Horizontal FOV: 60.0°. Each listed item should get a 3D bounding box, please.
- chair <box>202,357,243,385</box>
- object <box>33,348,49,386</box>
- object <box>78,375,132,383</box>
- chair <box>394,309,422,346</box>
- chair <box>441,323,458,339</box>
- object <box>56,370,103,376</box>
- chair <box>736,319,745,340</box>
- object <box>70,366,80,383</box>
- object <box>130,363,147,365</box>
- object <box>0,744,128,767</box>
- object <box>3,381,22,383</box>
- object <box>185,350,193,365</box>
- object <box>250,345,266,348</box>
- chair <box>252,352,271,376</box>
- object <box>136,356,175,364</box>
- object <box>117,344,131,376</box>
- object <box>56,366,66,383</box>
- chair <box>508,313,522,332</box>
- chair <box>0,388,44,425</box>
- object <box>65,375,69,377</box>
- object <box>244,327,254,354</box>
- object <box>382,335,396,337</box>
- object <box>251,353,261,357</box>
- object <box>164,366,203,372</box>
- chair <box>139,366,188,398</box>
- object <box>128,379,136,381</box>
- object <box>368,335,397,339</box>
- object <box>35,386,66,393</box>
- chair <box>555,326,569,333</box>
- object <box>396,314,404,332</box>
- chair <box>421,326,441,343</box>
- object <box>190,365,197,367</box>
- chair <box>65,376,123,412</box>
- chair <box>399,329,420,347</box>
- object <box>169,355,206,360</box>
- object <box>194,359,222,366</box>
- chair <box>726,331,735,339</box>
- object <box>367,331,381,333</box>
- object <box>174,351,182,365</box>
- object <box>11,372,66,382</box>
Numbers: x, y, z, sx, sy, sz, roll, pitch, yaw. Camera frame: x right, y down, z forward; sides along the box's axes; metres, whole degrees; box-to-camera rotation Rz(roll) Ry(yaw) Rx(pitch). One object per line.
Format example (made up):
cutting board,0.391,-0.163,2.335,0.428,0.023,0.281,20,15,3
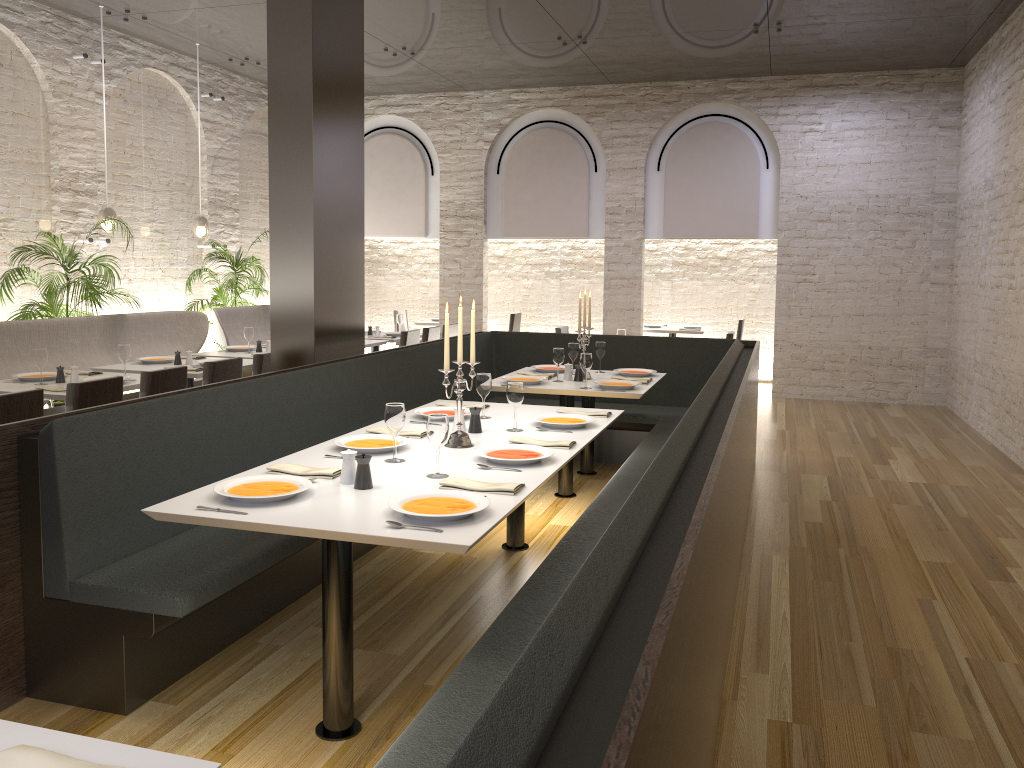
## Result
chair,-2.157,0.272,6.029,0.566,0.902,0.413,2,6,17
object,-2.993,-0.109,5.628,0.086,0.230,0.087,-3,6,-31
object,-2.628,-0.018,5.726,0.321,0.036,0.323,0,7,-5
chair,-1.432,-0.636,13.098,0.566,0.902,0.413,2,6,17
chair,-0.919,-0.241,10.095,0.566,0.902,0.413,2,6,17
object,-3.026,-0.078,6.204,0.273,0.033,0.143,3,8,17
chair,2.805,-0.420,11.822,0.566,0.902,0.413,2,6,17
object,-2.847,-0.066,5.768,0.059,0.109,0.059,2,6,8
object,-2.860,-0.154,6.827,0.185,0.010,0.017,3,7,17
object,-0.662,0.582,1.288,0.273,0.033,0.143,3,8,17
object,-3.200,-0.013,5.710,0.185,0.010,0.017,3,7,17
object,-2.507,-0.207,6.884,0.059,0.109,0.059,2,6,8
object,-2.361,-0.354,8.387,0.273,0.033,0.143,3,8,17
chair,-1.992,0.204,6.571,0.566,0.902,0.413,2,6,17
object,-2.802,-0.186,7.000,0.321,0.036,0.323,0,7,-5
object,-2.618,-0.152,5.987,0.086,0.230,0.087,-3,6,-31
object,-2.927,-0.064,5.744,0.059,0.109,0.059,2,6,8
chair,-0.177,-0.572,12.720,0.566,0.902,0.413,2,6,17
chair,-2.656,0.479,4.392,0.566,0.902,0.413,2,6,17
object,-3.094,-0.059,6.053,0.181,0.015,0.038,3,7,18
object,-2.323,-0.387,7.827,0.086,0.230,0.087,-4,7,-43
object,-1.370,-0.534,9.876,0.181,0.015,0.038,3,7,18
object,-2.069,-0.244,7.567,0.273,0.033,0.143,3,8,17
object,-2.394,-0.109,6.501,0.273,0.033,0.143,3,8,17
chair,-2.329,0.343,5.465,0.566,0.902,0.413,2,6,17
object,-2.581,-0.030,5.897,0.185,0.010,0.017,3,7,17
object,-1.418,-0.513,9.707,0.273,0.033,0.143,3,8,17
object,-2.734,0.032,5.384,0.273,0.033,0.143,3,8,17
chair,0.768,-0.160,9.634,0.566,0.902,0.413,2,6,17
object,-1.302,-0.696,10.307,0.086,0.230,0.087,-4,7,-43
chair,-1.087,-0.171,9.544,0.566,0.902,0.413,2,6,17
object,-2.346,-0.130,6.670,0.181,0.015,0.038,3,7,18
chair,-2.493,0.411,4.927,0.566,0.902,0.413,2,6,17
chair,-1.250,-0.104,9.009,0.566,0.902,0.413,2,6,17
object,-2.686,-0.219,7.321,0.273,0.033,0.143,3,8,17
object,-2.288,-0.159,6.843,0.321,0.036,0.323,0,7,-5
chair,2.023,-0.096,9.255,0.566,0.902,0.413,2,6,17
object,-1.709,-0.623,10.527,0.273,0.033,0.143,3,8,17
object,-2.587,-0.205,6.861,0.059,0.109,0.059,2,6,8
object,-3.142,-0.045,5.883,0.321,0.036,0.323,0,7,-5
